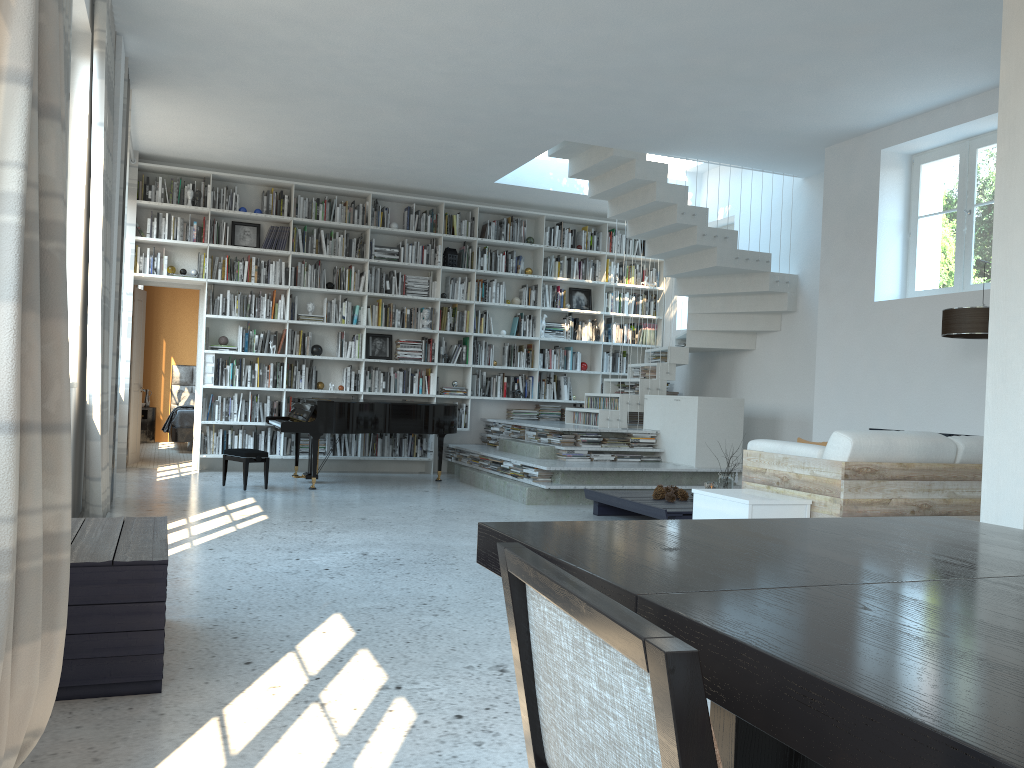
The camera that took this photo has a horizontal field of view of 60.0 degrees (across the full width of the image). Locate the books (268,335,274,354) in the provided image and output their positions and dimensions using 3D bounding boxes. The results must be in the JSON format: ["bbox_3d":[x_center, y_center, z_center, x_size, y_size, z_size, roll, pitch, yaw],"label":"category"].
[{"bbox_3d":[-2.617,-0.428,9.626,0.030,0.207,0.172,2,0,-21],"label":"books"}]

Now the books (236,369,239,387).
[{"bbox_3d":[-2.947,-0.068,9.497,0.016,0.189,0.183,2,0,-21],"label":"books"}]

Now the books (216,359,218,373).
[{"bbox_3d":[-3.145,-0.125,9.447,0.008,0.285,0.159,2,0,-21],"label":"books"}]

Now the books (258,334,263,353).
[{"bbox_3d":[-2.733,-0.436,9.604,0.056,0.214,0.142,2,0,-21],"label":"books"}]

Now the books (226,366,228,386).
[{"bbox_3d":[-3.052,-0.087,9.474,0.015,0.218,0.176,2,0,-21],"label":"books"}]

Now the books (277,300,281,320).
[{"bbox_3d":[-2.545,-0.800,9.664,0.031,0.223,0.144,2,0,-21],"label":"books"}]

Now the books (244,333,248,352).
[{"bbox_3d":[-2.857,-0.440,9.517,0.029,0.208,0.189,2,0,-21],"label":"books"}]

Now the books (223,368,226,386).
[{"bbox_3d":[-3.065,-0.074,9.440,0.019,0.189,0.193,2,0,-21],"label":"books"}]

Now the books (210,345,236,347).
[{"bbox_3d":[-3.086,-0.401,9.462,0.254,0.012,0.161,3,-1,-20],"label":"books"}]

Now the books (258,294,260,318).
[{"bbox_3d":[-2.739,-0.834,9.583,0.012,0.272,0.145,2,0,-21],"label":"books"}]

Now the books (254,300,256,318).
[{"bbox_3d":[-2.782,-0.802,9.574,0.021,0.205,0.130,2,0,-21],"label":"books"}]

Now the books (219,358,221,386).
[{"bbox_3d":[-3.116,-0.128,9.449,0.014,0.294,0.171,2,0,-21],"label":"books"}]

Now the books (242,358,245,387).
[{"bbox_3d":[-2.895,-0.124,9.529,0.012,0.306,0.189,2,0,-21],"label":"books"}]

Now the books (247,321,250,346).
[{"bbox_3d":[-2.848,-0.503,9.556,0.011,0.336,0.153,2,0,-21],"label":"books"}]

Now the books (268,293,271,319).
[{"bbox_3d":[-2.641,-0.839,9.637,0.015,0.293,0.143,2,0,-21],"label":"books"}]

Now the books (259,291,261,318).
[{"bbox_3d":[-2.733,-0.849,9.602,0.011,0.304,0.129,2,0,-21],"label":"books"}]

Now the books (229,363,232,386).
[{"bbox_3d":[-3.016,-0.098,9.482,0.014,0.243,0.171,2,0,-21],"label":"books"}]

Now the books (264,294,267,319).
[{"bbox_3d":[-2.677,-0.832,9.598,0.015,0.275,0.157,2,0,-21],"label":"books"}]

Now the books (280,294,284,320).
[{"bbox_3d":[-2.518,-0.830,9.679,0.027,0.286,0.148,2,0,-21],"label":"books"}]

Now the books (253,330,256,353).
[{"bbox_3d":[-2.783,-0.457,9.561,0.011,0.250,0.172,2,0,-21],"label":"books"}]

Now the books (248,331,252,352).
[{"bbox_3d":[-2.833,-0.450,9.569,0.030,0.231,0.148,2,0,-21],"label":"books"}]

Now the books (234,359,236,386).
[{"bbox_3d":[-2.969,-0.118,9.485,0.007,0.286,0.182,2,0,-21],"label":"books"}]

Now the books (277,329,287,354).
[{"bbox_3d":[-2.509,-0.457,9.639,0.082,0.276,0.228,2,0,-21],"label":"books"}]

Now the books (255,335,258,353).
[{"bbox_3d":[-2.761,-0.426,9.557,0.029,0.190,0.189,2,0,-21],"label":"books"}]

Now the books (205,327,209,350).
[{"bbox_3d":[-3.233,-0.475,9.395,0.028,0.243,0.156,2,0,-21],"label":"books"}]

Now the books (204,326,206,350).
[{"bbox_3d":[-3.254,-0.497,9.397,0.012,0.285,0.159,2,0,-21],"label":"books"}]

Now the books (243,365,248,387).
[{"bbox_3d":[-2.877,-0.085,9.556,0.045,0.230,0.138,2,0,-21],"label":"books"}]

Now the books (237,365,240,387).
[{"bbox_3d":[-2.943,-0.088,9.534,0.016,0.230,0.136,2,0,-21],"label":"books"}]

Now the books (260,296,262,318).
[{"bbox_3d":[-2.722,-0.823,9.601,0.011,0.252,0.139,2,0,-21],"label":"books"}]

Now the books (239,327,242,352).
[{"bbox_3d":[-2.917,-0.475,9.516,0.024,0.273,0.150,2,0,-21],"label":"books"}]

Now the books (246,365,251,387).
[{"bbox_3d":[-2.837,-0.083,9.554,0.027,0.230,0.159,2,0,-21],"label":"books"}]

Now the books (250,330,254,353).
[{"bbox_3d":[-2.806,-0.457,9.572,0.022,0.249,0.129,2,0,-21],"label":"books"}]

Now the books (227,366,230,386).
[{"bbox_3d":[-3.034,-0.086,9.468,0.015,0.217,0.180,2,0,-21],"label":"books"}]

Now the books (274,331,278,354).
[{"bbox_3d":[-2.572,-0.447,9.657,0.021,0.251,0.154,2,0,-21],"label":"books"}]

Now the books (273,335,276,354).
[{"bbox_3d":[-2.594,-0.428,9.645,0.027,0.209,0.143,2,0,-21],"label":"books"}]

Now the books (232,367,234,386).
[{"bbox_3d":[-3.001,-0.081,9.507,0.016,0.211,0.146,2,0,-21],"label":"books"}]

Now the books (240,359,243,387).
[{"bbox_3d":[-2.905,-0.122,9.512,0.019,0.300,0.180,2,0,-21],"label":"books"}]

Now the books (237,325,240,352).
[{"bbox_3d":[-2.934,-0.482,9.511,0.012,0.285,0.159,2,0,-21],"label":"books"}]

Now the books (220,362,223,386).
[{"bbox_3d":[-3.103,-0.109,9.463,0.022,0.257,0.141,2,0,-21],"label":"books"}]

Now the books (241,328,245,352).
[{"bbox_3d":[-2.895,-0.465,9.534,0.031,0.255,0.143,2,0,-21],"label":"books"}]

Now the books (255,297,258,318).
[{"bbox_3d":[-2.761,-0.813,9.567,0.013,0.229,0.177,2,0,-21],"label":"books"}]

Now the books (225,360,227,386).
[{"bbox_3d":[-3.059,-0.119,9.464,0.008,0.279,0.164,2,0,-21],"label":"books"}]

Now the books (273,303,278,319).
[{"bbox_3d":[-2.574,-0.781,9.652,0.030,0.183,0.151,2,0,-21],"label":"books"}]

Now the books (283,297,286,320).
[{"bbox_3d":[-2.489,-0.814,9.691,0.036,0.257,0.123,2,0,-21],"label":"books"}]

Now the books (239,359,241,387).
[{"bbox_3d":[-2.931,-0.122,9.541,0.009,0.299,0.141,2,0,-21],"label":"books"}]

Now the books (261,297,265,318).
[{"bbox_3d":[-2.708,-0.817,9.617,0.028,0.242,0.131,2,0,-21],"label":"books"}]

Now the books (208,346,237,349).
[{"bbox_3d":[-3.084,-0.389,9.456,0.285,0.012,0.159,3,-1,-17],"label":"books"}]

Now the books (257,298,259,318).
[{"bbox_3d":[-2.753,-0.812,9.583,0.013,0.227,0.151,2,0,-21],"label":"books"}]

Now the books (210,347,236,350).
[{"bbox_3d":[-3.085,-0.377,9.458,0.254,0.012,0.161,3,-1,-24],"label":"books"}]

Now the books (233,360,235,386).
[{"bbox_3d":[-2.985,-0.114,9.504,0.009,0.278,0.157,2,0,-21],"label":"books"}]

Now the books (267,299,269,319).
[{"bbox_3d":[-2.657,-0.804,9.626,0.021,0.221,0.148,2,0,-21],"label":"books"}]

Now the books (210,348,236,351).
[{"bbox_3d":[-3.087,-0.364,9.462,0.254,0.012,0.161,3,-1,-20],"label":"books"}]

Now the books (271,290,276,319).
[{"bbox_3d":[-2.600,-0.854,9.637,0.035,0.325,0.170,2,0,-21],"label":"books"}]

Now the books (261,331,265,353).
[{"bbox_3d":[-2.700,-0.449,9.616,0.013,0.242,0.141,2,0,-21],"label":"books"}]

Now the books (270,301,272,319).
[{"bbox_3d":[-2.625,-0.794,9.628,0.013,0.203,0.161,2,0,-21],"label":"books"}]

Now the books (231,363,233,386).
[{"bbox_3d":[-3.001,-0.098,9.473,0.009,0.244,0.184,2,0,-21],"label":"books"}]

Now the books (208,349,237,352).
[{"bbox_3d":[-3.086,-0.352,9.458,0.285,0.012,0.159,3,-1,-18],"label":"books"}]

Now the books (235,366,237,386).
[{"bbox_3d":[-2.962,-0.084,9.495,0.015,0.219,0.190,2,0,-21],"label":"books"}]

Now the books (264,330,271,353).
[{"bbox_3d":[-2.661,-0.454,9.616,0.060,0.255,0.158,2,0,-21],"label":"books"}]

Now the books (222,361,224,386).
[{"bbox_3d":[-3.082,-0.112,9.451,0.007,0.264,0.176,2,0,-21],"label":"books"}]
